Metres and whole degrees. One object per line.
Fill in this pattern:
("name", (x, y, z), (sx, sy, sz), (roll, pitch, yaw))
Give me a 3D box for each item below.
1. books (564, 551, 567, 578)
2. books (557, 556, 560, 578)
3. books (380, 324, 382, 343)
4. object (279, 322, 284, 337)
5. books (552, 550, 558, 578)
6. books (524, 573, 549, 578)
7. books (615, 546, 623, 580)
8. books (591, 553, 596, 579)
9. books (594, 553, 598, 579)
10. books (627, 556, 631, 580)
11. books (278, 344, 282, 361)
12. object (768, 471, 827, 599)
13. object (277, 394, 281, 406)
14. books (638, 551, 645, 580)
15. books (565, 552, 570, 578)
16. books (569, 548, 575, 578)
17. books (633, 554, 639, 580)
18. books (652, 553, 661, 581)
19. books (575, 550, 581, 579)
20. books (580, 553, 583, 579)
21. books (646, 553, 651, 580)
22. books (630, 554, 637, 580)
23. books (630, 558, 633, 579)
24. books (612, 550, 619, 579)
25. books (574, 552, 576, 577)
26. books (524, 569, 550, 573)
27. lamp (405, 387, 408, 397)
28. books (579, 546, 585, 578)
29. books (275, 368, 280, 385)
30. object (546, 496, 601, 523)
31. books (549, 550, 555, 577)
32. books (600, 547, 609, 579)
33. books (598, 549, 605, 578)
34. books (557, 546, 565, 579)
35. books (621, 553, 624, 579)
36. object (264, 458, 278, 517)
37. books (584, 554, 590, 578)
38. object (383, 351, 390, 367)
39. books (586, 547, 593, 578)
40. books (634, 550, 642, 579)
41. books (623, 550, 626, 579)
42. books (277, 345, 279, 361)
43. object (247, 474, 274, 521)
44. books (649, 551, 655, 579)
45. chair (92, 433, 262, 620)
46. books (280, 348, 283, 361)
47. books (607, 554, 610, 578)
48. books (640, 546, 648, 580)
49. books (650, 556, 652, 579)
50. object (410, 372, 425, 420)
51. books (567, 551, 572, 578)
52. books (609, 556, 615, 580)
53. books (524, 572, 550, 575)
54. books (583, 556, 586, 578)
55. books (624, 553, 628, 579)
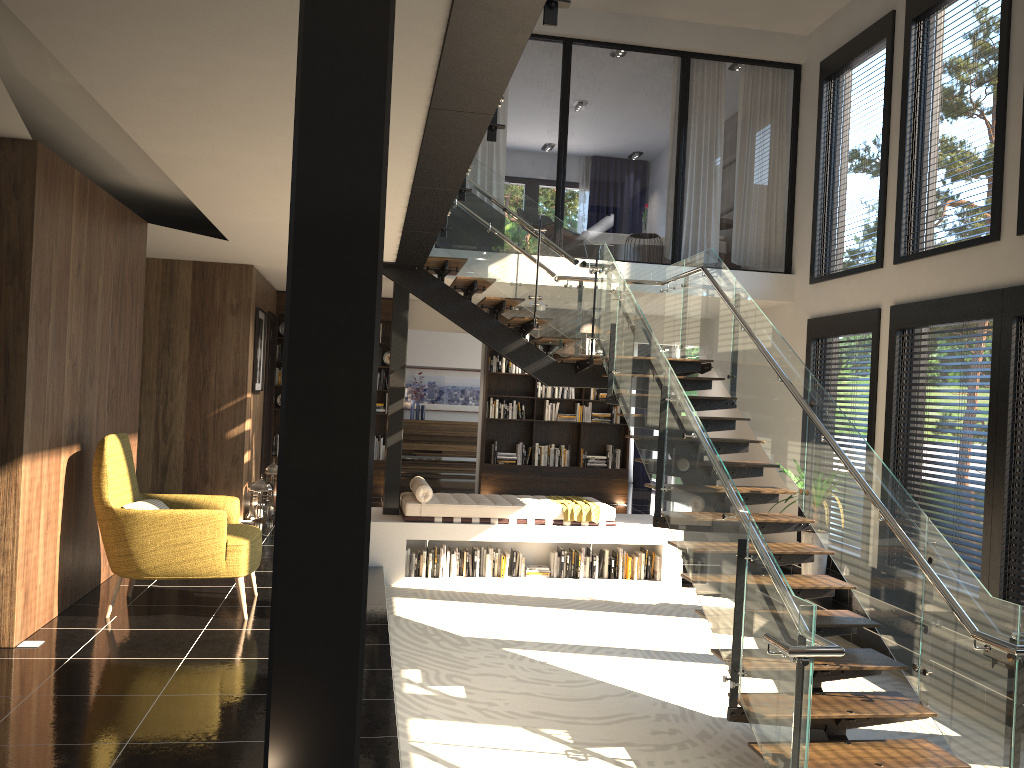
("books", (0.554, 1.947, 9.637), (0.030, 0.284, 0.176), (3, 0, -9))
("books", (0.483, 1.973, 9.620), (0.027, 0.226, 0.165), (3, 0, -9))
("books", (-1.783, -0.683, 12.035), (0.013, 0.262, 0.217), (3, 0, -9))
("object", (-3.000, -0.723, 11.814), (0.212, 0.222, 0.082), (3, 0, -9))
("books", (0.459, 1.948, 9.600), (0.030, 0.273, 0.168), (3, 0, -9))
("books", (0.262, 2.063, 9.588), (0.257, 0.024, 0.167), (3, -1, -9))
("books", (1.163, 1.952, 9.702), (0.028, 0.334, 0.205), (3, 0, -9))
("books", (0.874, 1.978, 9.656), (0.036, 0.253, 0.178), (3, 0, -9))
("books", (0.901, 1.978, 9.661), (0.019, 0.256, 0.186), (3, 0, -9))
("books", (1.257, 1.999, 9.704), (0.025, 0.249, 0.208), (3, 0, -9))
("books", (-3.095, -0.419, 11.822), (0.023, 0.231, 0.143), (3, 0, -9))
("object", (2.944, 1.408, 8.650), (0.876, 1.338, 0.830), (3, 0, -20))
("object", (-3.036, 0.223, 11.842), (0.212, 0.222, 0.082), (3, 0, -9))
("books", (1.410, 1.989, 9.743), (0.028, 0.285, 0.210), (3, 0, -9))
("books", (0.587, 1.956, 9.616), (0.029, 0.268, 0.173), (3, 0, -9))
("books", (0.646, 1.941, 9.637), (0.035, 0.305, 0.151), (3, 0, -9))
("books", (1.347, 2.004, 9.726), (0.021, 0.248, 0.197), (3, 0, -9))
("books", (1.577, 2.008, 9.755), (0.037, 0.264, 0.272), (3, 0, -9))
("books", (0.706, 1.953, 9.618), (0.026, 0.287, 0.204), (3, 0, -9))
("books", (0.728, 1.962, 9.643), (0.027, 0.270, 0.187), (3, 0, -9))
("books", (1.479, 1.999, 9.758), (0.030, 0.273, 0.185), (3, 0, -9))
("books", (1.326, 2.004, 9.716), (0.024, 0.246, 0.211), (3, 0, -9))
("books", (1.297, 2.018, 9.745), (0.022, 0.216, 0.137), (3, 0, -9))
("books", (1.130, 1.976, 9.730), (0.026, 0.284, 0.177), (3, 0, -9))
("books", (0.670, 1.960, 9.675), (0.026, 0.270, 0.128), (3, 0, -9))
("books", (0.264, 2.015, 9.593), (0.274, 0.025, 0.156), (3, -1, -12))
("lamp", (-2.064, 0.255, 15.460), (0.470, 0.725, 0.470), (3, 0, -17))
("books", (0.754, 1.936, 9.667), (0.029, 0.326, 0.153), (3, 0, -9))
("books", (-3.132, -0.102, 11.841), (0.030, 0.224, 0.166), (3, 0, -9))
("object", (0.649, 1.550, 10.030), (0.466, 0.510, 1.166), (3, -1, -9))
("books", (0.427, 1.952, 9.622), (0.026, 0.263, 0.156), (3, 0, -9))
("books", (1.010, 1.956, 9.694), (0.027, 0.312, 0.189), (3, 0, -9))
("books", (0.961, 1.963, 9.700), (0.066, 0.294, 0.142), (3, 0, -9))
("books", (0.524, 1.930, 9.598), (0.043, 0.316, 0.209), (3, 0, -9))
("books", (1.185, 1.979, 9.715), (0.023, 0.283, 0.175), (3, 0, -9))
("object", (-2.639, 1.138, 9.784), (0.182, 0.643, 0.182), (3, 0, -9))
("books", (0.807, 1.986, 9.666), (0.028, 0.231, 0.158), (3, 0, -9))
("object", (-1.650, -0.341, 12.043), (0.212, 0.222, 0.082), (3, 0, -9))
("books", (0.839, 1.944, 9.667), (0.033, 0.318, 0.152), (3, 0, -9))
("books", (1.374, 1.988, 9.757), (0.039, 0.284, 0.199), (3, 0, -9))
("books", (1.207, 1.970, 9.722), (0.021, 0.302, 0.167), (3, 0, -9))
("books", (-3.120, -0.412, 11.837), (0.023, 0.215, 0.148), (3, 0, -9))
("object", (-2.704, 1.212, 9.541), (0.262, 0.483, 0.262), (3, 0, -9))
("books", (1.532, 1.994, 9.785), (0.043, 0.287, 0.147), (3, 0, -9))
("chair", (-2.140, 0.886, 5.721), (1.031, 1.097, 0.807), (3, 0, -10))
("books", (-3.053, -0.428, 11.849), (0.066, 0.255, 0.127), (3, 0, -9))
("books", (1.035, 1.985, 9.712), (0.030, 0.256, 0.160), (3, 0, -9))
("books", (1.443, 1.969, 9.763), (0.042, 0.328, 0.205), (3, 0, -9))
("books", (1.501, 2.009, 9.775), (0.019, 0.255, 0.180), (3, 0, -9))
("object", (-1.652, 0.214, 15.635), (0.272, 0.860, 0.270), (3, 0, 5))
("books", (0.614, 1.958, 9.629), (0.029, 0.268, 0.146), (3, 0, -9))
("books", (1.070, 2.000, 9.686), (0.032, 0.229, 0.228), (3, 0, -9))
("books", (0.263, 2.039, 9.588), (0.261, 0.024, 0.167), (3, -1, -13))
("books", (0.778, 1.988, 9.679), (0.026, 0.226, 0.132), (3, 0, -9))
("books", (1.230, 1.980, 9.723), (0.025, 0.285, 0.164), (3, 0, -9))
